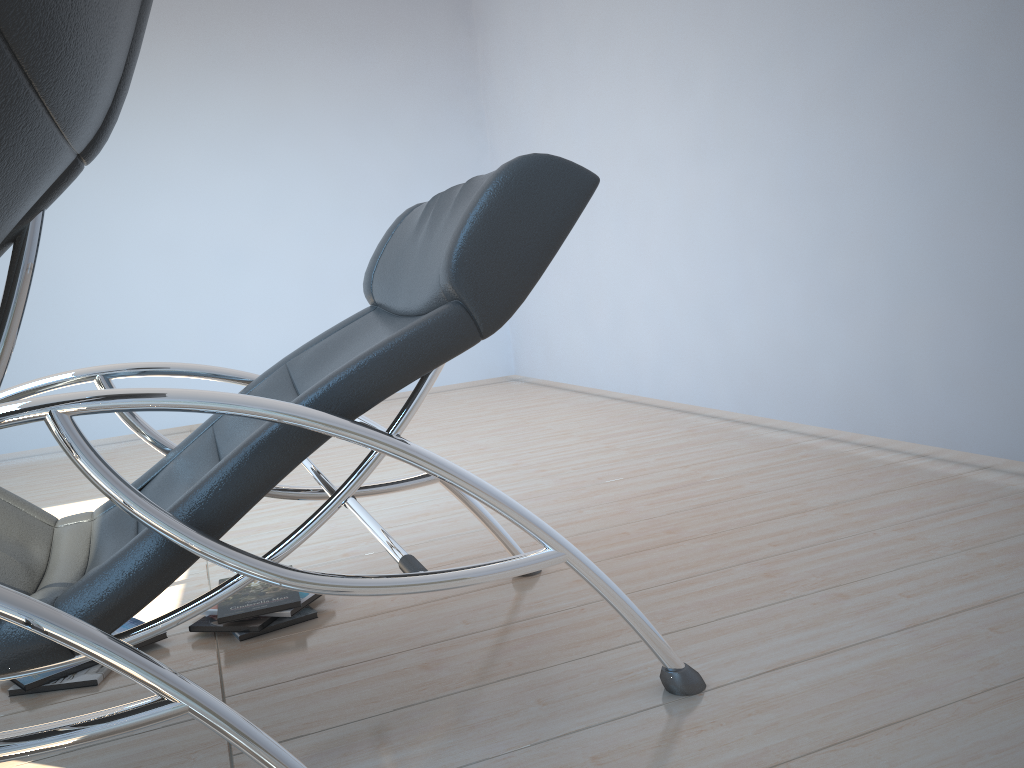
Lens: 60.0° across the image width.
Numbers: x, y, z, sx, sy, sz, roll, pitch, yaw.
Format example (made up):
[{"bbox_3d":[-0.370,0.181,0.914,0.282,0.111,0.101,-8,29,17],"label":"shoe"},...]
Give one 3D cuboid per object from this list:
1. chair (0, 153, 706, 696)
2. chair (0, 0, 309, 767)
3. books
[{"bbox_3d":[-0.827,0.193,1.537,2.114,0.953,0.836,-9,7,-20],"label":"chair"},{"bbox_3d":[-0.974,0.191,0.437,1.938,1.251,0.836,-9,7,-20],"label":"chair"},{"bbox_3d":[-2.223,0.830,0.661,1.045,0.222,4.790,-1,8,37],"label":"books"}]
